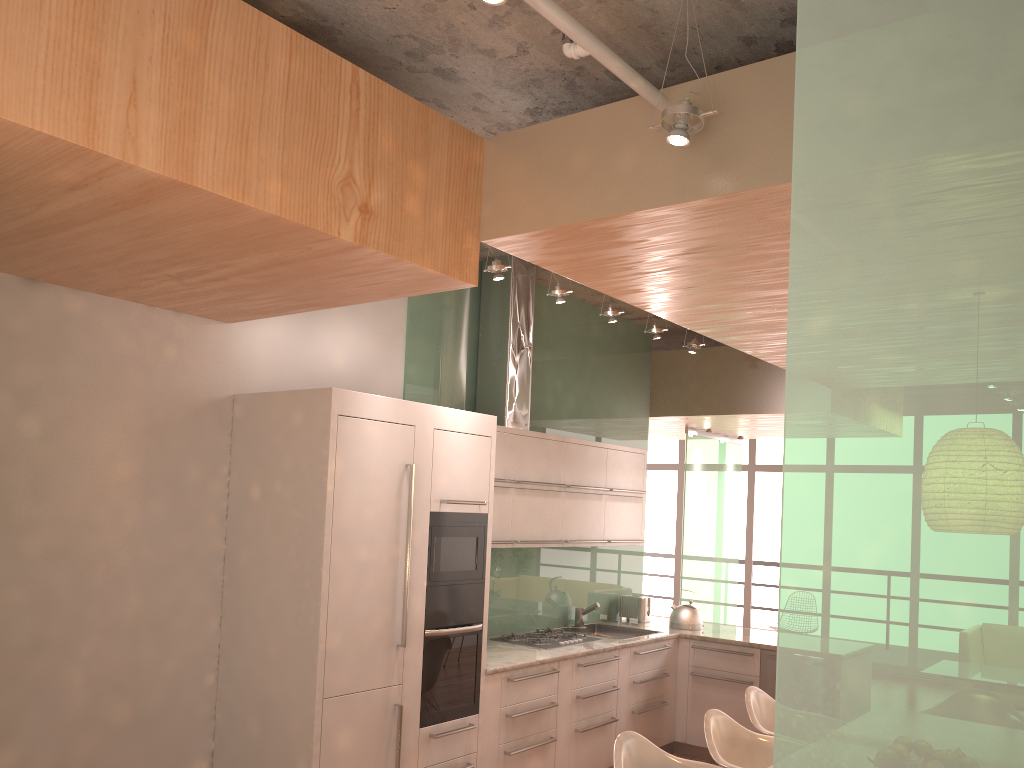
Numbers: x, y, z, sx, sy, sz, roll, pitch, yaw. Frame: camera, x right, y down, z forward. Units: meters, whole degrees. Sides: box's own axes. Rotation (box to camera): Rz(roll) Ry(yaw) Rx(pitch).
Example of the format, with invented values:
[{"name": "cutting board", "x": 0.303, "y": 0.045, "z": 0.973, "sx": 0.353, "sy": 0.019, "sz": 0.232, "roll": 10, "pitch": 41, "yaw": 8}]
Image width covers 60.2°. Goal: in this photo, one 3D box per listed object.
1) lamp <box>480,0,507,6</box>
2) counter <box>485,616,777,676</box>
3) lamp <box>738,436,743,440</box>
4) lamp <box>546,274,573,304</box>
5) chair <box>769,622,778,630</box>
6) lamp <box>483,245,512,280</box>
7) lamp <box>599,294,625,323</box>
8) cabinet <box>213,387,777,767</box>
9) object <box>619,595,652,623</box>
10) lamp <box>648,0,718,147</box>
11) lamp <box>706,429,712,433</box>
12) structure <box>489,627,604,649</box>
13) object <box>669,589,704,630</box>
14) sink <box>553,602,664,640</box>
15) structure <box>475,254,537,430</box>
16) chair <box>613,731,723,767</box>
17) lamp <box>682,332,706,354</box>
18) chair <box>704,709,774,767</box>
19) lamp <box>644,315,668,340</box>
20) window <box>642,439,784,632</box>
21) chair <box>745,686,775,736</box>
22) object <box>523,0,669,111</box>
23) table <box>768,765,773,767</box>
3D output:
[{"name": "lamp", "x": -0.026, "y": -1.102, "z": 1.986, "sx": 0.199, "sy": 0.480, "sz": 0.134, "roll": 2, "pitch": -3, "yaw": 5}, {"name": "counter", "x": 1.516, "y": 1.084, "z": 5.494, "sx": 3.231, "sy": 1.340, "sz": 3.077, "roll": -3, "pitch": -9, "yaw": 37}, {"name": "lamp", "x": 2.369, "y": 0.340, "z": 9.113, "sx": 0.103, "sy": 0.468, "sz": 0.154, "roll": 2, "pitch": -3, "yaw": 10}, {"name": "lamp", "x": 0.275, "y": -0.686, "z": 4.946, "sx": 0.153, "sy": 0.468, "sz": 0.103, "roll": 2, "pitch": -3, "yaw": 5}, {"name": "chair", "x": 3.442, "y": 2.987, "z": 10.735, "sx": 0.545, "sy": 0.896, "sz": 0.562, "roll": 0, "pitch": -5, "yaw": 37}, {"name": "lamp", "x": -0.066, "y": -0.764, "z": 4.499, "sx": 0.153, "sy": 0.468, "sz": 0.103, "roll": 2, "pitch": -3, "yaw": 5}, {"name": "lamp", "x": 0.618, "y": -0.608, "z": 5.396, "sx": 0.153, "sy": 0.468, "sz": 0.103, "roll": 2, "pitch": -3, "yaw": 5}, {"name": "cabinet", "x": 0.620, "y": 1.427, "z": 5.402, "sx": 1.922, "sy": 2.263, "sz": 4.258, "roll": -1, "pitch": -8, "yaw": 37}, {"name": "object", "x": 1.016, "y": 1.837, "z": 7.212, "sx": 0.238, "sy": 0.201, "sz": 0.154, "roll": -2, "pitch": -6, "yaw": 37}, {"name": "lamp", "x": 0.530, "y": -0.975, "z": 2.715, "sx": 0.199, "sy": 0.480, "sz": 0.134, "roll": 2, "pitch": -3, "yaw": 5}, {"name": "lamp", "x": 1.909, "y": 0.235, "z": 8.510, "sx": 0.103, "sy": 0.468, "sz": 0.154, "roll": 2, "pitch": -3, "yaw": 10}, {"name": "structure", "x": 0.243, "y": 1.712, "z": 5.978, "sx": 0.491, "sy": 0.038, "sz": 0.678, "roll": -3, "pitch": -10, "yaw": 37}, {"name": "object", "x": 1.371, "y": 1.765, "z": 6.934, "sx": 0.262, "sy": 0.303, "sz": 0.264, "roll": 6, "pitch": -6, "yaw": -36}, {"name": "sink", "x": 0.708, "y": 1.821, "z": 6.548, "sx": 0.619, "sy": 0.380, "sz": 0.645, "roll": -2, "pitch": -8, "yaw": 37}, {"name": "structure", "x": -0.040, "y": -0.253, "z": 5.794, "sx": 0.256, "sy": 1.127, "sz": 0.263, "roll": 1, "pitch": -3, "yaw": 38}, {"name": "chair", "x": 0.708, "y": 1.871, "z": 3.509, "sx": 0.645, "sy": 0.844, "sz": 0.686, "roll": 0, "pitch": -5, "yaw": 32}, {"name": "lamp", "x": 1.304, "y": -0.451, "z": 6.296, "sx": 0.153, "sy": 0.468, "sz": 0.103, "roll": 2, "pitch": -3, "yaw": 5}, {"name": "chair", "x": 1.185, "y": 1.969, "z": 4.011, "sx": 0.645, "sy": 0.857, "sz": 0.686, "roll": 0, "pitch": -5, "yaw": 32}, {"name": "lamp", "x": 0.961, "y": -0.529, "z": 5.846, "sx": 0.153, "sy": 0.468, "sz": 0.103, "roll": 2, "pitch": -3, "yaw": 5}, {"name": "window", "x": 3.947, "y": 1.834, "z": 11.023, "sx": 8.599, "sy": 3.262, "sz": 0.062, "roll": -3, "pitch": -5, "yaw": 37}, {"name": "chair", "x": 1.539, "y": 2.071, "z": 4.627, "sx": 0.645, "sy": 0.857, "sz": 0.686, "roll": 0, "pitch": -5, "yaw": 32}, {"name": "object", "x": -0.885, "y": -1.268, "z": 1.183, "sx": 0.135, "sy": 0.111, "sz": 4.496, "roll": -2, "pitch": -9, "yaw": 37}, {"name": "table", "x": 1.726, "y": 1.955, "z": 3.564, "sx": 1.030, "sy": 0.805, "sz": 2.080, "roll": -2, "pitch": -8, "yaw": 37}]
